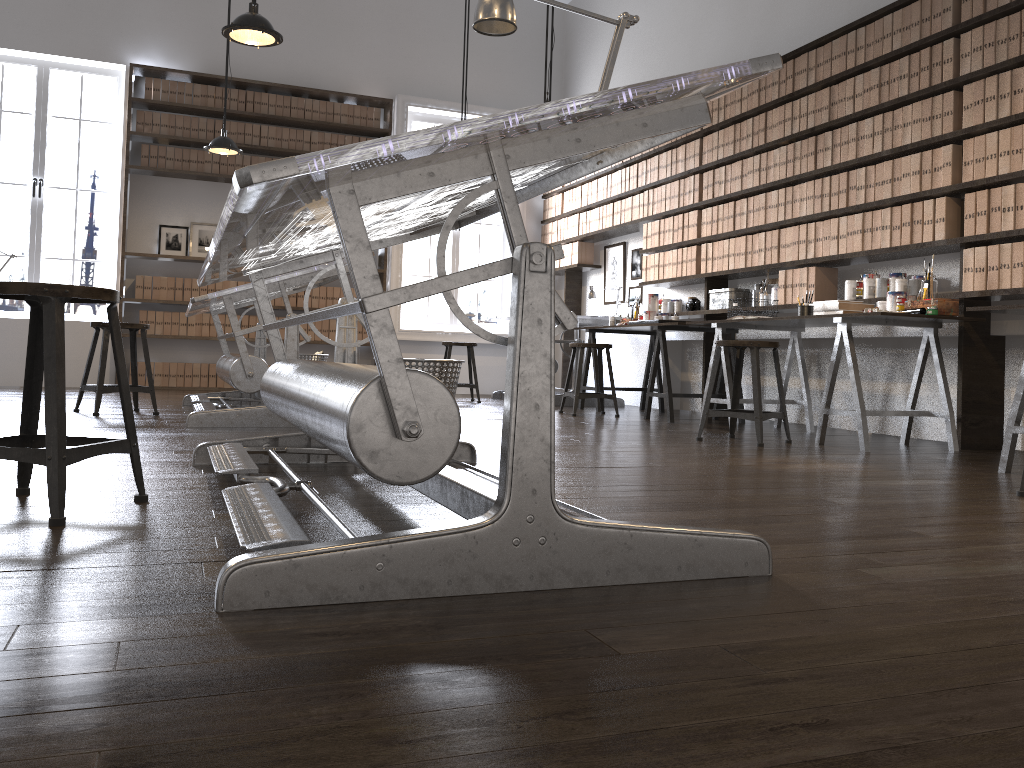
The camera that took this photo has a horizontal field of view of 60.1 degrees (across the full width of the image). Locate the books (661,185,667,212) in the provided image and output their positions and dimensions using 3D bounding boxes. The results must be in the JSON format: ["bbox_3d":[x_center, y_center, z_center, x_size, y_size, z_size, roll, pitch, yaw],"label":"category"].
[{"bbox_3d":[1.311,-1.504,7.230,0.174,0.226,0.067,2,-1,-21],"label":"books"}]

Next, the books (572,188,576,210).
[{"bbox_3d":[0.697,-1.838,8.871,0.174,0.226,0.066,2,-1,-21],"label":"books"}]

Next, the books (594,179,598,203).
[{"bbox_3d":[0.871,-1.819,8.407,0.174,0.226,0.067,2,-1,-21],"label":"books"}]

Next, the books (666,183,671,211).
[{"bbox_3d":[1.339,-1.501,7.163,0.174,0.226,0.066,2,-1,-21],"label":"books"}]

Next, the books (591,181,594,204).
[{"bbox_3d":[0.852,-1.821,8.472,0.174,0.226,0.066,2,-1,-21],"label":"books"}]

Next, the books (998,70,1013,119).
[{"bbox_3d":[2.443,-1.383,4.278,0.174,0.226,0.066,2,-1,-21],"label":"books"}]

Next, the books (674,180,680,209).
[{"bbox_3d":[1.382,-1.496,7.041,0.174,0.226,0.067,2,-1,-21],"label":"books"}]

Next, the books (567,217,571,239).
[{"bbox_3d":[0.653,-1.573,8.964,0.174,0.226,0.066,2,-1,-21],"label":"books"}]

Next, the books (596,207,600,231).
[{"bbox_3d":[0.883,-1.542,8.344,0.174,0.226,0.066,2,-1,-21],"label":"books"}]

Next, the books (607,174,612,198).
[{"bbox_3d":[0.973,-1.809,8.154,0.174,0.226,0.066,2,-1,-21],"label":"books"}]

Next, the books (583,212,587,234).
[{"bbox_3d":[0.783,-1.552,8.608,0.174,0.226,0.067,2,-1,-21],"label":"books"}]

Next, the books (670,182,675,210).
[{"bbox_3d":[1.363,-1.498,7.105,0.174,0.226,0.066,2,-1,-21],"label":"books"}]

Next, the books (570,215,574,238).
[{"bbox_3d":[0.677,-1.571,8.898,0.174,0.226,0.066,2,-1,-21],"label":"books"}]

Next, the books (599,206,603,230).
[{"bbox_3d":[0.909,-1.539,8.276,0.174,0.226,0.067,2,-1,-21],"label":"books"}]

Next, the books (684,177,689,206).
[{"bbox_3d":[1.437,-1.491,6.914,0.174,0.226,0.066,2,-1,-21],"label":"books"}]

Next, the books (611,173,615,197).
[{"bbox_3d":[0.999,-1.806,8.090,0.174,0.226,0.066,2,-1,-21],"label":"books"}]

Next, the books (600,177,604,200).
[{"bbox_3d":[0.920,-1.814,8.287,0.174,0.226,0.066,2,-1,-21],"label":"books"}]

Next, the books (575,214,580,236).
[{"bbox_3d":[0.721,-1.566,8.767,0.174,0.226,0.067,2,-1,-21],"label":"books"}]

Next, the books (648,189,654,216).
[{"bbox_3d":[1.238,-1.511,7.427,0.174,0.226,0.066,2,-1,-21],"label":"books"}]

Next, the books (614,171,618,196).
[{"bbox_3d":[1.021,-1.803,8.023,0.174,0.226,0.066,2,-1,-21],"label":"books"}]

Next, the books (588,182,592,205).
[{"bbox_3d":[0.827,-1.824,8.538,0.174,0.226,0.066,2,-1,-21],"label":"books"}]

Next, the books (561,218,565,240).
[{"bbox_3d":[0.596,-1.579,9.094,0.174,0.226,0.066,2,-1,-21],"label":"books"}]

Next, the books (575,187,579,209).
[{"bbox_3d":[0.723,-1.835,8.810,0.174,0.226,0.066,2,-1,-21],"label":"books"}]

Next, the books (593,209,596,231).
[{"bbox_3d":[0.860,-1.544,8.412,0.174,0.226,0.066,2,-1,-21],"label":"books"}]

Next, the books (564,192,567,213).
[{"bbox_3d":[0.622,-1.845,9.065,0.174,0.226,0.066,2,-1,-21],"label":"books"}]

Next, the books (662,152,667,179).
[{"bbox_3d":[1.322,-1.771,7.236,0.174,0.226,0.066,2,-1,-21],"label":"books"}]

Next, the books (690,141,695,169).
[{"bbox_3d":[1.469,-1.756,6.852,0.174,0.226,0.066,2,-1,-21],"label":"books"}]

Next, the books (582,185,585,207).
[{"bbox_3d":[0.776,-1.829,8.671,0.174,0.226,0.066,2,-1,-21],"label":"books"}]

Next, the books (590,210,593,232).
[{"bbox_3d":[0.839,-1.547,8.479,0.174,0.226,0.066,2,-1,-21],"label":"books"}]

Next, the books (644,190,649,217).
[{"bbox_3d":[1.209,-1.514,7.493,0.174,0.226,0.066,2,-1,-21],"label":"books"}]

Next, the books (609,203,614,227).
[{"bbox_3d":[0.982,-1.531,8.087,0.174,0.226,0.067,2,-1,-21],"label":"books"}]

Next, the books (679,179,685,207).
[{"bbox_3d":[1.412,-1.493,6.980,0.174,0.226,0.066,2,-1,-21],"label":"books"}]

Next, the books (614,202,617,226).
[{"bbox_3d":[1.014,-1.528,8.019,0.174,0.226,0.066,2,-1,-21],"label":"books"}]

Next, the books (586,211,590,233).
[{"bbox_3d":[0.812,-1.549,8.544,0.174,0.226,0.066,2,-1,-21],"label":"books"}]

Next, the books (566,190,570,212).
[{"bbox_3d":[0.645,-1.843,8.996,0.174,0.226,0.066,2,-1,-21],"label":"books"}]

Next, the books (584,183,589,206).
[{"bbox_3d":[0.797,-1.827,8.603,0.174,0.226,0.066,2,-1,-21],"label":"books"}]

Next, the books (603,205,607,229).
[{"bbox_3d":[0.935,-1.536,8.219,0.174,0.226,0.066,2,-1,-21],"label":"books"}]

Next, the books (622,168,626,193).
[{"bbox_3d":[1.069,-1.798,7.887,0.174,0.226,0.067,2,-1,-21],"label":"books"}]

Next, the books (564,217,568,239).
[{"bbox_3d":[0.625,-1.576,9.028,0.174,0.226,0.066,2,-1,-21],"label":"books"}]

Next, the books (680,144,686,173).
[{"bbox_3d":[1.420,-1.761,6.971,0.174,0.226,0.067,2,-1,-21],"label":"books"}]

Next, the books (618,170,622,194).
[{"bbox_3d":[1.043,-1.801,7.955,0.174,0.226,0.066,2,-1,-21],"label":"books"}]

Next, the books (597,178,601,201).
[{"bbox_3d":[0.899,-1.816,8.346,0.174,0.226,0.066,2,-1,-21],"label":"books"}]

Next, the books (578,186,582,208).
[{"bbox_3d":[0.744,-1.832,8.739,0.174,0.226,0.067,2,-1,-21],"label":"books"}]

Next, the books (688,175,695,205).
[{"bbox_3d":[1.458,-1.488,6.846,0.174,0.226,0.066,2,-1,-21],"label":"books"}]

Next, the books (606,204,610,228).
[{"bbox_3d":[0.961,-1.534,8.158,0.174,0.226,0.066,2,-1,-21],"label":"books"}]

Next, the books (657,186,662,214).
[{"bbox_3d":[1.289,-1.506,7.297,0.174,0.226,0.066,2,-1,-21],"label":"books"}]

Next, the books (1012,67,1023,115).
[{"bbox_3d":[2.471,-1.381,4.214,0.174,0.226,0.066,2,-1,-21],"label":"books"}]

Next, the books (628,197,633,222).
[{"bbox_3d":[1.108,-1.518,7.755,0.174,0.226,0.067,2,-1,-21],"label":"books"}]

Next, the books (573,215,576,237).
[{"bbox_3d":[0.702,-1.568,8.828,0.174,0.226,0.066,2,-1,-21],"label":"books"}]

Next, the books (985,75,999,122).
[{"bbox_3d":[2.414,-1.386,4.344,0.174,0.226,0.066,2,-1,-21],"label":"books"}]

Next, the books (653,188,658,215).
[{"bbox_3d":[1.266,-1.509,7.363,0.174,0.226,0.066,2,-1,-21],"label":"books"}]

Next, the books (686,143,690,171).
[{"bbox_3d":[1.448,-1.758,6.911,0.174,0.226,0.066,2,-1,-21],"label":"books"}]

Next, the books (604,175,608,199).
[{"bbox_3d":[0.944,-1.811,8.219,0.174,0.226,0.067,2,-1,-21],"label":"books"}]

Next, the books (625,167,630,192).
[{"bbox_3d":[1.096,-1.796,7.829,0.174,0.226,0.066,2,-1,-21],"label":"books"}]

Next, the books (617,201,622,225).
[{"bbox_3d":[1.035,-1.526,7.951,0.174,0.226,0.066,2,-1,-21],"label":"books"}]
